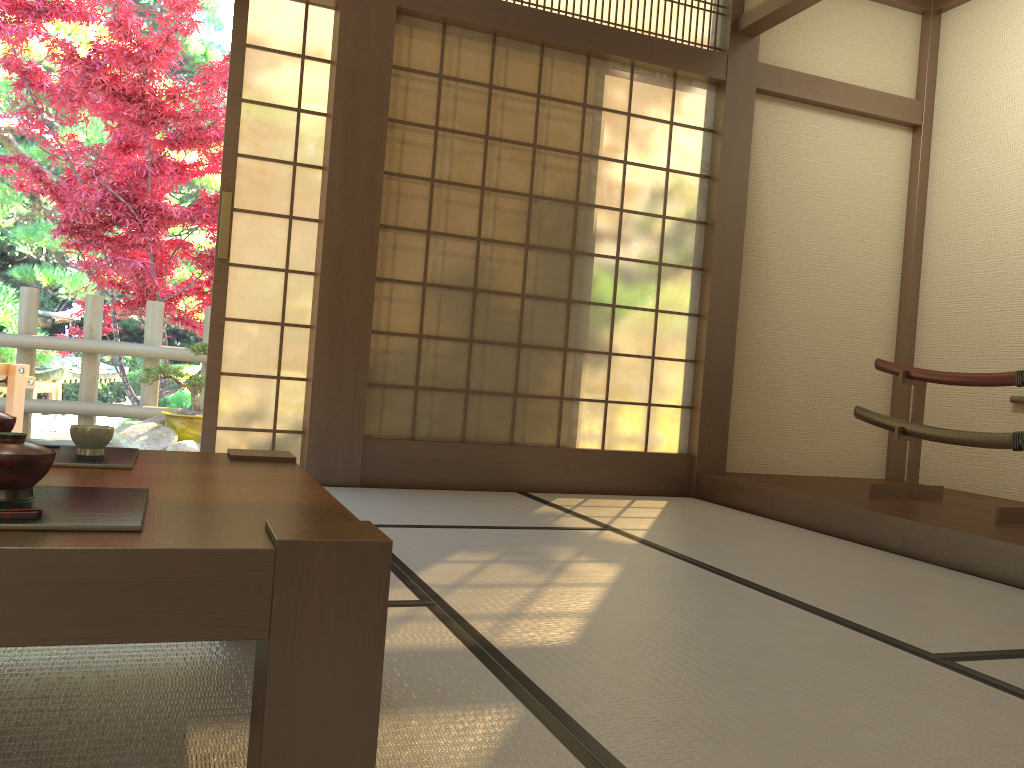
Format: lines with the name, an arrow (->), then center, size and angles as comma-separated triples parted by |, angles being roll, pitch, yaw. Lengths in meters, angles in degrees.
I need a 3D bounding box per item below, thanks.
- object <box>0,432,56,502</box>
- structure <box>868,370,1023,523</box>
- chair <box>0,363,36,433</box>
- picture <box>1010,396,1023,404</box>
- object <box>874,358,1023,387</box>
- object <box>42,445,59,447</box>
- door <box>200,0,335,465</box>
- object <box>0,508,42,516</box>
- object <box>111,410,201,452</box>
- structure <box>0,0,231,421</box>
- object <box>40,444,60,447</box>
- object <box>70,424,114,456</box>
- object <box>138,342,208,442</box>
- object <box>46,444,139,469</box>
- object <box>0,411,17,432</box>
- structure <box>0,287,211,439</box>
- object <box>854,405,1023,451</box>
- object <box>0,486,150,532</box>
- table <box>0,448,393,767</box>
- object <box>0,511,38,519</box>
object -> -0.621, 0.101, 1.097 | 0.100, 0.080, 0.100 | 4, 0, -21
structure -> 2.029, 0.254, 3.912 | 0.446, 0.604, 0.712 | 4, 0, -21
chair -> -2.906, 0.102, 4.368 | 0.698, 0.598, 0.704 | 5, 0, 26
picture -> 2.815, -0.746, 4.129 | 0.038, 1.725, 0.952 | 4, 0, -21
object -> 2.027, -0.048, 3.854 | 0.086, 0.121, 1.186 | 4, 0, -19
object -> -0.962, 0.111, 1.664 | 0.200, 0.008, 0.008 | 4, 0, -25
door -> -0.450, -0.607, 4.339 | 1.894, 2.380, 0.073 | 4, 0, -21
object -> -0.628, 0.140, 0.971 | 0.200, 0.008, 0.008 | 4, 0, -27
object -> -1.975, 0.347, 5.890 | 1.260, 0.276, 1.147 | 4, 0, -25
structure -> -3.093, -1.483, 6.985 | 3.412, 4.004, 3.045 | 5, 0, 12
object -> -0.967, 0.111, 1.681 | 0.200, 0.008, 0.008 | 4, 0, -20
object -> -0.775, 0.104, 1.635 | 0.074, 0.052, 0.073 | 5, 0, 22
object -> -1.884, -0.200, 5.919 | 1.032, 1.362, 0.586 | 4, 0, 5
object -> -0.891, 0.124, 1.589 | 0.400, 0.007, 0.300 | 4, 0, -21
object -> -0.922, 0.076, 1.546 | 0.100, 0.080, 0.100 | 4, 0, -21
structure -> -2.167, -0.014, 6.497 | 7.456, 1.136, 0.245 | 4, 0, -21
object -> 2.000, 0.202, 3.878 | 0.100, 0.144, 1.369 | 4, 0, -19
object -> -0.657, 0.145, 1.071 | 0.400, 0.007, 0.300 | 4, 0, -21
table -> -0.793, 0.302, 1.307 | 1.000, 0.350, 1.000 | 4, 0, -21
object -> -0.625, 0.141, 0.958 | 0.200, 0.008, 0.008 | 4, 0, -23
